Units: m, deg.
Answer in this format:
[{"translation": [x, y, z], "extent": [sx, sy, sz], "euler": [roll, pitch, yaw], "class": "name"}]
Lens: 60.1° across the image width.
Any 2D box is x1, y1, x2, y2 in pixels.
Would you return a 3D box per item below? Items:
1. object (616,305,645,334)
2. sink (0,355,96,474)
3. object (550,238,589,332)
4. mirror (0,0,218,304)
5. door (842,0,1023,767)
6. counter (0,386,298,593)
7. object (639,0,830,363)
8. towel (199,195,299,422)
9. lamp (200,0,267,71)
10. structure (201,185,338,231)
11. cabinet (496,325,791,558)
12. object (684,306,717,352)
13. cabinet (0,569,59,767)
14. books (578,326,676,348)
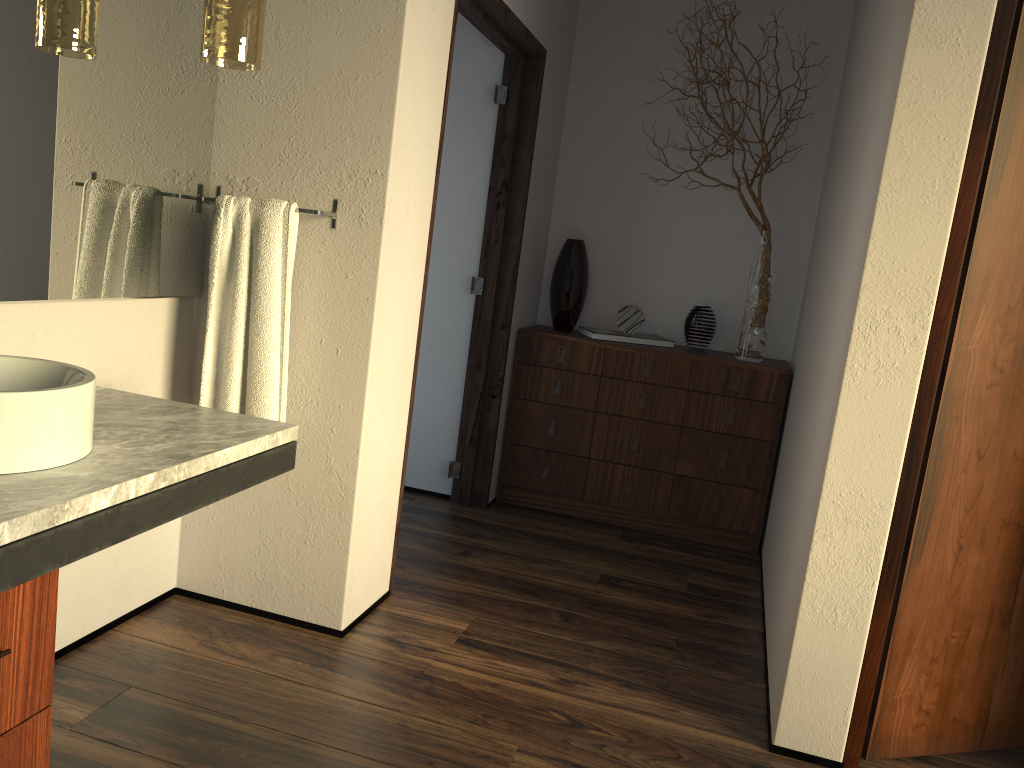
[{"translation": [0.531, -0.289, 3.967], "extent": [0.132, 0.131, 0.129], "euler": [9, 9, 11], "class": "object"}, {"translation": [-0.902, 0.042, 1.501], "extent": [0.355, 0.131, 0.359], "euler": [6, 9, -7], "class": "sink"}, {"translation": [0.261, -0.449, 4.032], "extent": [0.174, 0.417, 0.167], "euler": [12, 10, 27], "class": "object"}, {"translation": [-1.330, -0.581, 0.499], "extent": [0.017, 1.153, 4.025], "euler": [10, 9, 14], "class": "mirror"}, {"translation": [1.328, 0.011, 2.108], "extent": [0.740, 1.949, 0.458], "euler": [10, 9, 15], "class": "door"}, {"translation": [-1.045, 0.222, 0.983], "extent": [0.594, 0.101, 2.229], "euler": [9, 9, 14], "class": "counter"}, {"translation": [0.831, -0.855, 3.692], "extent": [0.715, 1.451, 0.843], "euler": [2, 10, -31], "class": "object"}, {"translation": [-0.701, -0.174, 2.358], "extent": [0.263, 0.637, 0.157], "euler": [13, 11, 33], "class": "towel"}, {"translation": [-0.603, -1.173, 2.005], "extent": [0.136, 0.868, 0.142], "euler": [2, 11, -32], "class": "lamp"}, {"translation": [-0.657, -0.476, 2.372], "extent": [0.374, 0.088, 0.101], "euler": [10, 9, 16], "class": "structure"}, {"translation": [0.574, 0.220, 3.970], "extent": [1.154, 0.801, 0.397], "euler": [10, 9, 16], "class": "cabinet"}, {"translation": [0.823, -0.247, 3.880], "extent": [0.136, 0.200, 0.142], "euler": [2, 10, -30], "class": "object"}, {"translation": [-1.076, 0.533, 1.236], "extent": [0.519, 0.600, 0.650], "euler": [10, 9, 15], "class": "cabinet"}, {"translation": [0.568, -0.205, 3.972], "extent": [0.493, 0.034, 0.248], "euler": [6, 9, -9], "class": "books"}]
